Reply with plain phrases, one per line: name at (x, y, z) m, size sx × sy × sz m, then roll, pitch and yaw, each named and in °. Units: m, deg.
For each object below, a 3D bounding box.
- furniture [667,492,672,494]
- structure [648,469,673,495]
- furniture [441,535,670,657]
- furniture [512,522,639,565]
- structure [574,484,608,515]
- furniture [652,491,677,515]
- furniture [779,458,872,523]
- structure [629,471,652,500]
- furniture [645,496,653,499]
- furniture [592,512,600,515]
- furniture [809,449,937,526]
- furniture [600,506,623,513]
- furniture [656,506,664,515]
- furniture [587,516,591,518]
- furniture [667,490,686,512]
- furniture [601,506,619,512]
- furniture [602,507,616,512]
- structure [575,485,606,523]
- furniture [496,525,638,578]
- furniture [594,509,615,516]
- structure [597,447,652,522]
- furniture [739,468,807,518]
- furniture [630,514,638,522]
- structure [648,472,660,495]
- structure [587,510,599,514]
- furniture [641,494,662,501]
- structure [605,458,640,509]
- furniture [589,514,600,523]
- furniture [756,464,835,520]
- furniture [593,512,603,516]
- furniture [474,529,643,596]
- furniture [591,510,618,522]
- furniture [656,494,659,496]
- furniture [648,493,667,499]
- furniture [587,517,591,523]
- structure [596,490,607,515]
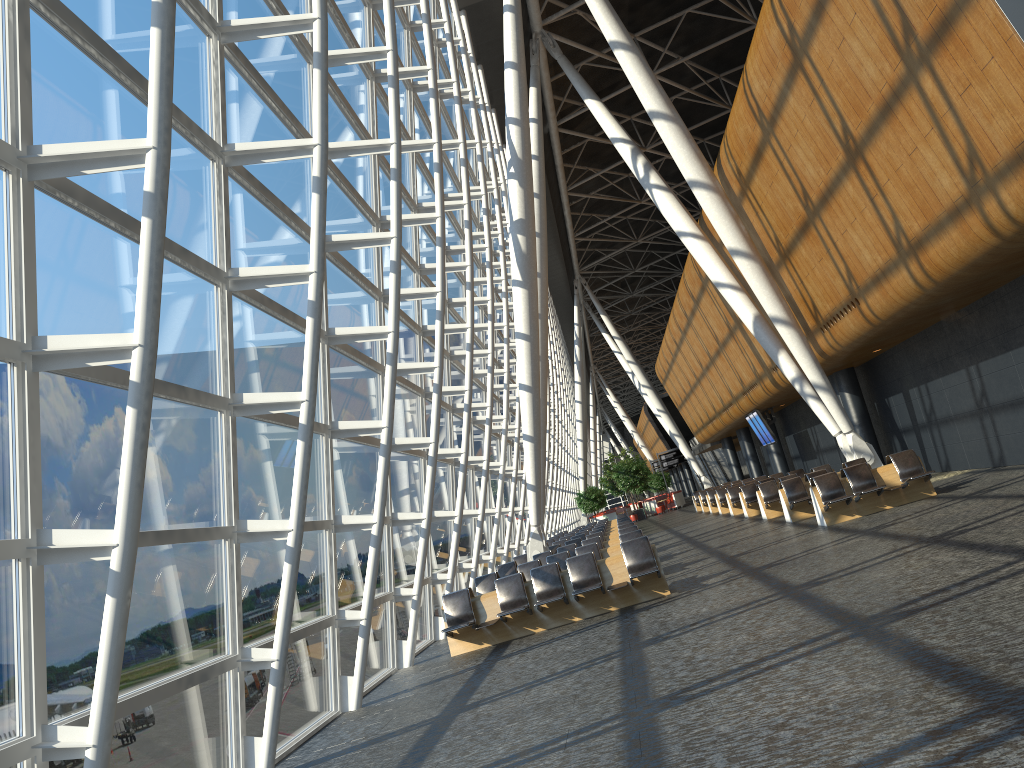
furniture at (10.721, 7.980, 60.352) m, size 0.897 × 0.999 × 2.829 m, roll -19°, pitch -9°, yaw 17°
structure at (10.517, 7.384, 61.902) m, size 1.712 × 2.759 × 1.817 m, roll -13°, pitch -6°, yaw -37°
furniture at (0.591, 3.068, 12.863) m, size 3.261 × 0.862 × 1.671 m, roll -18°, pitch -8°, yaw 6°
furniture at (1.630, 4.267, 21.800) m, size 3.261 × 0.862 × 1.671 m, roll -18°, pitch -8°, yaw 6°
structure at (4.994, 7.622, 54.104) m, size 1.900 × 2.947 × 1.897 m, roll -15°, pitch -5°, yaw -21°
furniture at (9.703, 7.525, 55.855) m, size 0.879 × 1.000 × 2.886 m, roll -14°, pitch -9°, yaw -27°
furniture at (6.611, 2.214, 18.478) m, size 1.902 × 0.862 × 1.671 m, roll -17°, pitch -8°, yaw 5°
structure at (9.699, 7.882, 65.554) m, size 2.302 × 3.451 × 2.215 m, roll -18°, pitch -5°, yaw 18°
furniture at (16.003, 13.053, 99.277) m, size 1.902 × 0.862 × 1.671 m, roll -17°, pitch -8°, yaw 5°
furniture at (10.330, 14.307, 96.641) m, size 3.261 × 0.862 × 1.671 m, roll -18°, pitch -8°, yaw 6°
furniture at (6.265, 1.814, 15.499) m, size 1.902 × 0.862 × 1.671 m, roll -17°, pitch -8°, yaw 5°
furniture at (8.280, 10.616, 71.627) m, size 2.796 × 1.001 × 0.907 m, roll -9°, pitch -10°, yaw -42°
furniture at (8.627, 7.364, 51.293) m, size 0.447 × 0.456 × 0.443 m, roll -19°, pitch -6°, yaw 17°
furniture at (8.252, 11.909, 78.767) m, size 3.261 × 0.862 × 1.671 m, roll -18°, pitch -8°, yaw 6°
furniture at (9.856, 6.982, 52.909) m, size 0.897 × 0.999 × 2.829 m, roll -19°, pitch -9°, yaw 17°
furniture at (11.022, 15.106, 102.598) m, size 3.261 × 0.862 × 1.671 m, roll -18°, pitch -8°, yaw 6°
furniture at (10.676, 14.707, 99.619) m, size 3.261 × 0.862 × 1.671 m, roll -18°, pitch -8°, yaw 6°
structure at (4.771, 7.298, 51.206) m, size 1.712 × 2.759 × 1.817 m, roll -13°, pitch -6°, yaw -37°
furniture at (1.284, 3.867, 18.821) m, size 3.261 × 0.862 × 1.671 m, roll -18°, pitch -8°, yaw 6°
furniture at (6.562, 9.186, 60.114) m, size 0.879 × 1.000 × 2.886 m, roll -14°, pitch -9°, yaw -27°
structure at (6.933, 6.264, 54.364) m, size 3.089 × 4.500 × 5.865 m, roll -16°, pitch -7°, yaw -3°
furniture at (7.304, 3.013, 24.436) m, size 1.902 × 0.862 × 1.671 m, roll -17°, pitch -8°, yaw 5°
furniture at (7.080, 7.782, 51.025) m, size 0.438 × 0.456 × 0.452 m, roll -11°, pitch -8°, yaw -42°
structure at (11.995, 8.570, 72.207) m, size 1.861 × 2.974 × 1.975 m, roll -13°, pitch -6°, yaw -37°
structure at (5.755, 8.745, 61.618) m, size 1.735 × 2.793 × 1.842 m, roll -13°, pitch -6°, yaw -37°
furniture at (10.677, 9.119, 67.012) m, size 2.796 × 1.001 × 0.907 m, roll -9°, pitch -10°, yaw -42°
structure at (9.188, 8.259, 70.168) m, size 3.139 × 4.501 × 5.711 m, roll -19°, pitch -7°, yaw 27°
furniture at (5.544, 8.730, 55.617) m, size 0.897 × 0.999 × 2.829 m, roll -19°, pitch -9°, yaw 17°
furniture at (6.958, 2.614, 21.457) m, size 1.902 × 0.862 × 1.671 m, roll -17°, pitch -8°, yaw 5°
furniture at (6.409, 9.729, 63.059) m, size 0.897 × 0.999 × 2.829 m, roll -19°, pitch -9°, yaw 17°
furniture at (0.937, 3.468, 15.842) m, size 3.261 × 0.862 × 1.671 m, roll -18°, pitch -8°, yaw 6°
furniture at (5.696, 8.187, 52.671) m, size 0.879 × 1.000 × 2.886 m, roll -14°, pitch -9°, yaw -27°
furniture at (16.350, 13.453, 102.256) m, size 1.902 × 0.862 × 1.671 m, roll -17°, pitch -8°, yaw 5°
furniture at (10.568, 8.524, 63.297) m, size 0.879 × 1.000 × 2.886 m, roll -14°, pitch -9°, yaw -27°
furniture at (7.906, 11.510, 75.788) m, size 3.261 × 0.862 × 1.671 m, roll -18°, pitch -8°, yaw 6°
structure at (5.588, 8.214, 58.301) m, size 1.761 × 2.831 × 1.870 m, roll -13°, pitch -6°, yaw -37°
